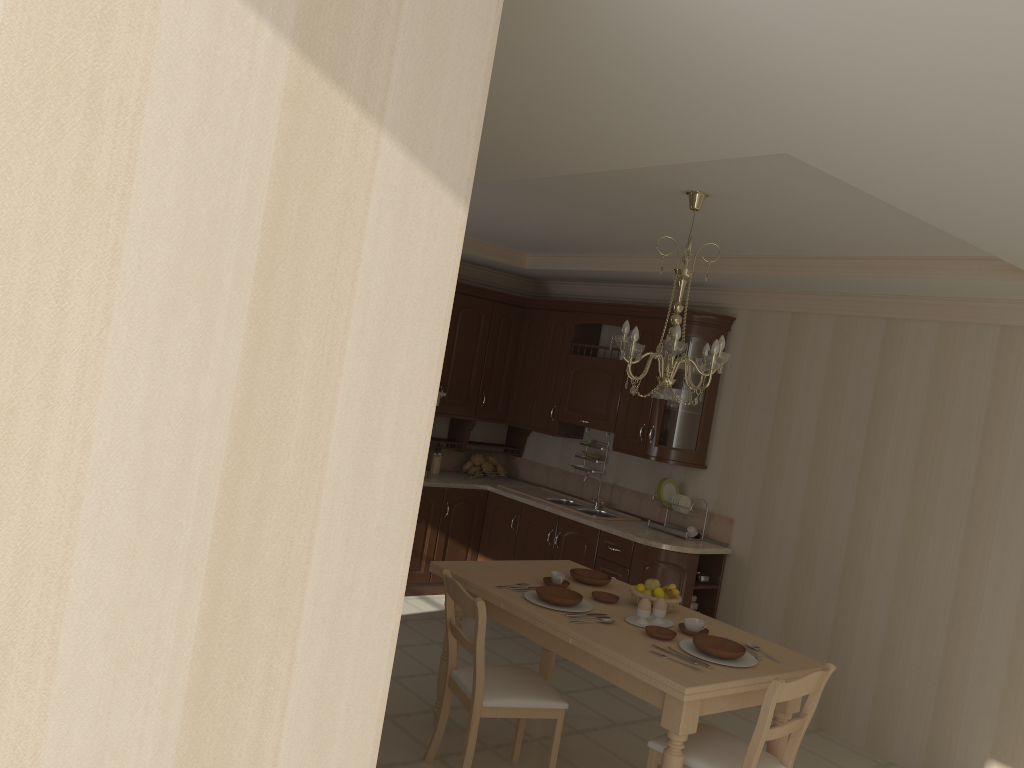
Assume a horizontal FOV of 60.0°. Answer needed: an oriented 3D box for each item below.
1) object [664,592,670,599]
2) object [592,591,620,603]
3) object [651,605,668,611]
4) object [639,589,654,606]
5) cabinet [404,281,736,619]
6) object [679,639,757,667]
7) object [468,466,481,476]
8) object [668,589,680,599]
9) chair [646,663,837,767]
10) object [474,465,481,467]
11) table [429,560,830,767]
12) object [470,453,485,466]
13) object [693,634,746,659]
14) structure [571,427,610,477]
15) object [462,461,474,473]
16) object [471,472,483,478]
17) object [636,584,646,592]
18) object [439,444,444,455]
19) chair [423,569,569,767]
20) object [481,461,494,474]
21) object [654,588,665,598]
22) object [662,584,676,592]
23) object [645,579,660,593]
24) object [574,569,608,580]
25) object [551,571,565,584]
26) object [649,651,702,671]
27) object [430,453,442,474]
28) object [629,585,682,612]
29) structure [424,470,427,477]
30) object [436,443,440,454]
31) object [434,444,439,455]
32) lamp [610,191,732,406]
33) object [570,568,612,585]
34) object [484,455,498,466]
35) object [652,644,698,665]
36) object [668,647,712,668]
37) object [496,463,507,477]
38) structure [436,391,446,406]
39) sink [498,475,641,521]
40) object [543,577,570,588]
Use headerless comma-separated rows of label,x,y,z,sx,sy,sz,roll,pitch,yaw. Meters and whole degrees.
object,0.671,0.966,3.991,0.076,0.065,0.077,10,1,27
object,0.417,0.959,3.974,0.127,0.026,0.126,10,1,16
object,0.637,1.004,3.996,0.128,0.011,0.128,10,1,2
object,0.605,0.955,3.958,0.072,0.076,0.074,10,1,26
cabinet,-0.529,0.403,5.594,3.226,2.313,2.436,9,1,-39
object,0.794,1.040,3.424,0.299,0.009,0.299,10,1,30
object,-0.301,0.694,7.082,0.104,0.092,0.114,10,1,8
object,0.710,0.950,3.979,0.064,0.094,0.176,9,1,-2
chair,0.837,1.412,3.358,0.517,0.846,0.462,10,1,44
object,-0.271,0.649,7.201,0.110,0.092,0.113,10,1,13
table,0.381,1.361,3.863,0.900,0.774,1.567,9,1,-39
object,-0.275,0.606,7.122,0.118,0.105,0.100,9,1,-44
object,0.797,1.022,3.423,0.204,0.042,0.204,10,1,21
structure,0.590,0.511,6.664,0.131,0.361,0.256,9,1,-39
object,-0.352,0.666,7.128,0.092,0.109,0.123,10,1,18
object,-0.287,0.715,7.124,0.119,0.058,0.114,10,1,16
object,0.583,0.927,4.008,0.045,0.047,0.055,9,1,-7
object,-0.569,0.567,6.948,0.027,0.198,0.053,10,1,35
chair,-0.071,1.254,3.721,0.517,0.846,0.462,9,1,-22
object,-0.200,0.671,7.131,0.110,0.102,0.115,9,1,-10
object,0.654,0.932,3.940,0.051,0.053,0.045,10,1,39
object,0.698,0.929,3.991,0.066,0.085,0.184,10,1,-1
object,0.633,0.909,3.997,0.068,0.061,0.069,9,1,-23
object,0.381,0.936,4.291,0.168,0.034,0.168,9,1,-28
object,0.209,0.906,4.092,0.063,0.055,0.119,9,1,-10
object,0.597,1.013,3.247,0.218,0.004,0.028,10,1,41
object,-0.594,0.620,6.945,0.078,0.148,0.151,10,1,-2
object,0.642,0.973,3.996,0.235,0.068,0.235,10,1,8
structure,-0.959,0.604,6.414,0.710,0.054,0.325,9,1,-39
object,-0.597,0.557,6.965,0.027,0.191,0.052,10,1,7
object,-0.604,0.566,6.935,0.027,0.198,0.053,10,1,35
lamp,0.725,-0.412,3.790,0.502,0.982,0.501,10,1,21
object,0.378,0.940,4.292,0.204,0.042,0.204,10,1,0
object,-0.178,0.623,7.224,0.112,0.078,0.125,9,1,-45
object,0.606,1.011,3.322,0.018,0.008,0.212,9,1,-44
object,0.661,1.021,3.317,0.022,0.008,0.218,9,1,-37
object,-0.091,0.700,7.221,0.097,0.106,0.117,10,1,6
structure,-0.861,-0.317,6.466,0.753,0.845,0.455,9,1,-39
sink,0.406,0.802,6.471,0.448,0.348,1.077,9,1,-39
object,0.204,0.922,4.099,0.126,0.026,0.127,9,1,-12
